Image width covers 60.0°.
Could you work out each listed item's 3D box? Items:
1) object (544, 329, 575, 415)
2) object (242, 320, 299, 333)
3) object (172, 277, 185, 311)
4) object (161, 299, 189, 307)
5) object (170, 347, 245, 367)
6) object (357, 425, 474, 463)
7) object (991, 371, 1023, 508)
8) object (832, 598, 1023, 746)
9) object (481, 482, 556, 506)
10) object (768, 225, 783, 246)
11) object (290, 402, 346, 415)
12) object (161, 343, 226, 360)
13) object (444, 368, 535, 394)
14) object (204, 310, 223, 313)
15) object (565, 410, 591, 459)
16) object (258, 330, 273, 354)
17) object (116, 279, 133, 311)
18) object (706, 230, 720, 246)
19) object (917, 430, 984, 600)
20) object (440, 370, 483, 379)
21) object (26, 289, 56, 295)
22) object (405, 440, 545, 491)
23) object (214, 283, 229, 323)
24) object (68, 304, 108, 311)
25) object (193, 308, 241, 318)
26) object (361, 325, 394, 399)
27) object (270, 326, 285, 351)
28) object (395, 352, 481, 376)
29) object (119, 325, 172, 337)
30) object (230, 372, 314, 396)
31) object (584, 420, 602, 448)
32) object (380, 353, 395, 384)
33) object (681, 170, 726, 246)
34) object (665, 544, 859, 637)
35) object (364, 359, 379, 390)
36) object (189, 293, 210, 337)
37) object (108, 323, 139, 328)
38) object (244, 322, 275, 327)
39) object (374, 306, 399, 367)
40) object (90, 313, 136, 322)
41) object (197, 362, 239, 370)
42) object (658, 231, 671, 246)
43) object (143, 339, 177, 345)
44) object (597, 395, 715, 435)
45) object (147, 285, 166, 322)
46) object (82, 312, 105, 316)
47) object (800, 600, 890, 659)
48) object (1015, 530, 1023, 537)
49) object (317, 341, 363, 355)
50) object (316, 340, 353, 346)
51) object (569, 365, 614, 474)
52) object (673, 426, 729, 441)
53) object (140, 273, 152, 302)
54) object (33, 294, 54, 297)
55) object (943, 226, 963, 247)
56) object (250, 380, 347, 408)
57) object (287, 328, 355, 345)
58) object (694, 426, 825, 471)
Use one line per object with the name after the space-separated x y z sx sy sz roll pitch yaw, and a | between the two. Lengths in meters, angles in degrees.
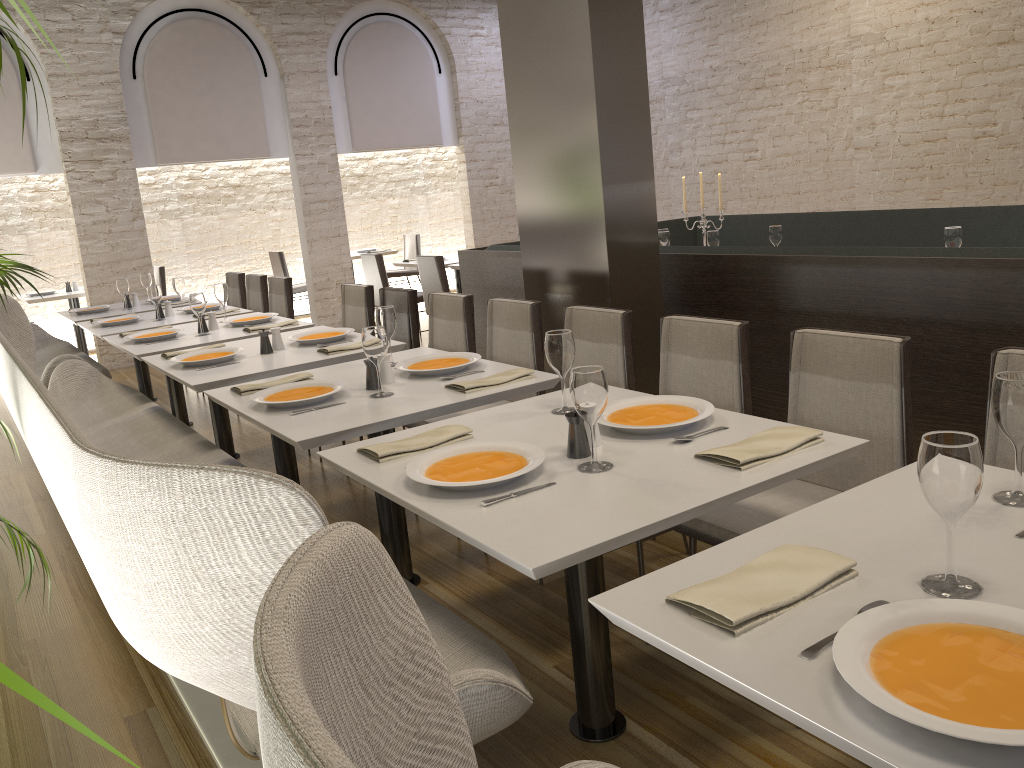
0.141 -0.034 2.496 0.087 0.229 0.086 -11 12 -26 | object
-1.329 -0.317 4.880 0.274 0.033 0.143 -14 15 -32 | object
-2.347 -0.637 6.267 0.086 0.229 0.087 -6 11 -2 | object
-2.558 -0.615 6.744 0.274 0.033 0.143 -14 15 -32 | object
-1.360 -0.116 3.968 0.322 0.036 0.324 3 15 35 | object
-0.254 0.152 2.325 0.274 0.033 0.143 -14 15 -32 | object
0.903 0.097 1.579 0.086 0.229 0.087 -4 11 10 | object
0.556 0.348 1.064 0.321 0.036 0.324 -5 13 3 | object
0.016 0.229 1.877 0.186 0.010 0.017 -14 14 -32 | object
1.668 -0.884 5.599 0.086 0.229 0.087 -5 11 4 | object
-0.620 0.075 2.842 0.186 0.010 0.017 -14 14 -32 | object
-1.532 -0.158 4.263 0.274 0.033 0.143 -14 15 -32 | object
-0.074 -0.013 2.978 0.274 0.033 0.143 -14 15 -32 | object
-2.033 -0.486 5.942 0.182 0.015 0.038 -13 14 -30 | object
0.154 0.116 2.095 0.060 0.108 0.059 -15 14 -40 | object
-1.124 -0.194 4.033 0.060 0.108 0.059 -15 14 -40 | object
-2.928 -0.675 6.693 0.086 0.229 0.087 -6 11 -2 | object
1.298 -0.871 5.703 0.086 0.229 0.087 -5 11 4 | object
0.637 0.189 1.288 0.086 0.229 0.087 -4 11 10 | object
-0.174 -0.035 3.123 0.182 0.015 0.038 -13 14 -30 | object
-5.003 -0.972 9.405 0.274 0.033 0.143 -14 15 -32 | object
-0.082 0.194 2.030 0.322 0.036 0.324 5 16 39 | object
-1.745 -0.491 5.355 0.086 0.229 0.087 -6 11 -2 | object
-3.374 -0.604 7.056 0.274 0.033 0.143 -14 15 -32 | object
-1.933 -0.463 5.797 0.274 0.033 0.143 -14 15 -32 | object
-0.445 -0.074 2.928 0.086 0.229 0.087 -4 11 10 | object
-1.091 -0.214 4.108 0.060 0.108 0.059 -15 14 -40 | object
-0.271 -0.068 3.276 0.322 0.036 0.324 3 15 35 | object
-2.145 -0.306 5.192 0.274 0.033 0.143 -14 15 -32 | object
-0.890 -0.002 3.290 0.274 0.033 0.143 -14 15 -32 | object
0.188 0.096 2.170 0.060 0.108 0.059 -15 14 -40 | object
-0.449 -0.059 3.135 0.060 0.108 0.059 -15 14 -40 | object
1.274 -1.133 5.909 0.132 0.652 0.392 -10 12 -21 | object
0.384 0.306 1.358 0.274 0.033 0.143 -14 15 -32 | object
-0.482 -0.038 3.060 0.060 0.108 0.059 -15 14 -40 | object
-1.709 -0.380 4.845 0.086 0.229 0.087 -6 11 -2 | object
-2.480 -0.375 5.660 0.186 0.010 0.017 -14 14 -32 | object
-1.428 -0.339 5.025 0.182 0.015 0.038 -13 14 -30 | object
-0.481 -0.185 3.439 0.086 0.229 0.087 -4 11 10 | object
-2.749 -0.453 6.108 0.274 0.033 0.143 -14 15 -32 | object
-1.262 -0.080 3.815 0.186 0.010 0.017 -14 14 -32 | object
1.049 -0.931 6.080 0.086 0.229 0.087 -5 11 4 | object
-1.875 -0.229 4.744 0.186 0.010 0.017 -14 14 -32 | object
0.365 0.086 2.312 0.322 0.036 0.324 5 16 39 | object
-2.310 -0.525 5.756 0.086 0.229 0.087 -6 11 -2 | object
-3.104 -0.527 6.608 0.186 0.010 0.017 -14 14 -32 | object
0.456 0.333 1.210 0.182 0.015 0.038 -13 14 -30 | object
0.903 0.228 1.492 0.186 0.010 0.017 -14 14 -32 | object
-0.716 -0.169 3.951 0.274 0.033 0.143 -14 15 -32 | object
-0.815 -0.191 4.096 0.182 0.015 0.038 -13 14 -30 | object
0.178 0.077 1.985 0.086 0.229 0.087 -3 11 15 | object
0.463 0.119 2.158 0.182 0.015 0.038 -13 14 -30 | object
-2.964 -0.786 7.204 0.086 0.229 0.087 -6 11 -2 | object
-4.734 -0.894 8.957 0.186 0.010 0.017 -14 14 -32 | object
2.176 -0.658 4.371 0.086 0.229 0.087 -10 11 -20 | object
-0.718 0.040 2.995 0.322 0.036 0.324 3 15 35 | object
-0.912 -0.223 4.249 0.322 0.036 0.324 3 15 35 | object
0.562 0.141 2.013 0.274 0.033 0.143 -14 15 -32 | object
